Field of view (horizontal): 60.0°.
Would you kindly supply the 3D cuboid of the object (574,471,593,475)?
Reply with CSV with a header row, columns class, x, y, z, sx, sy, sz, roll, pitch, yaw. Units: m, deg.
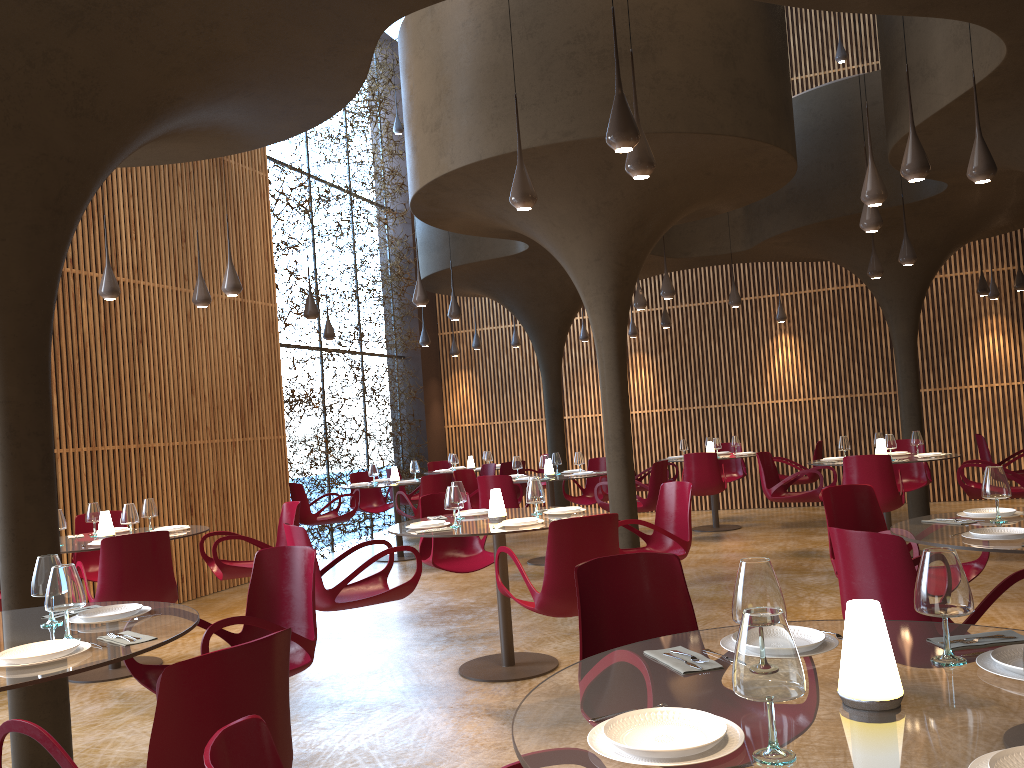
class,x,y,z,sx,sy,sz,roll,pitch,yaw
object,0.932,1.166,11.551,0.263,0.029,0.263,-7,-4,44

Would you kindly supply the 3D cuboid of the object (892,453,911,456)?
class,x,y,z,sx,sy,sz,roll,pitch,yaw
object,4.704,0.862,10.849,0.332,0.014,0.332,-4,-3,2

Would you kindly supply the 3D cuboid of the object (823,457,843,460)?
class,x,y,z,sx,sy,sz,roll,pitch,yaw
object,3.896,0.905,10.709,0.263,0.029,0.263,-6,-3,27

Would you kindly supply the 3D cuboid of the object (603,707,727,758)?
class,x,y,z,sx,sy,sz,roll,pitch,yaw
object,0.327,0.748,1.897,0.263,0.029,0.263,-2,-4,-42

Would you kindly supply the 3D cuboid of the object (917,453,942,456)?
class,x,y,z,sx,sy,sz,roll,pitch,yaw
object,4.791,0.813,10.172,0.263,0.029,0.263,-6,-3,28

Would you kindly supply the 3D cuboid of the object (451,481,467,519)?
class,x,y,z,sx,sy,sz,roll,pitch,yaw
object,-0.429,0.924,7.051,0.142,0.295,0.142,-3,-2,-28

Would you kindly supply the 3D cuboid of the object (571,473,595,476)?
class,x,y,z,sx,sy,sz,roll,pitch,yaw
object,0.933,1.175,11.550,0.331,0.014,0.332,-2,-4,-40

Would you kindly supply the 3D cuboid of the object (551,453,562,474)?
class,x,y,z,sx,sy,sz,roll,pitch,yaw
object,0.612,1.091,12.164,0.142,0.295,0.142,-4,-1,7

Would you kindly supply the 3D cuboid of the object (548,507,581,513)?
class,x,y,z,sx,sy,sz,roll,pitch,yaw
object,0.409,0.980,6.871,0.263,0.029,0.263,-3,-3,-24

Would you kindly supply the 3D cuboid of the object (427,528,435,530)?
class,x,y,z,sx,sy,sz,roll,pitch,yaw
object,-0.625,1.054,6.583,0.204,0.012,0.411,-3,-3,-21

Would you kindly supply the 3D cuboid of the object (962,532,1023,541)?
class,x,y,z,sx,sy,sz,roll,pitch,yaw
object,2.321,0.721,4.210,0.332,0.014,0.332,-5,-3,17

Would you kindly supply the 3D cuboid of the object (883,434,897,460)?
class,x,y,z,sx,sy,sz,roll,pitch,yaw
object,4.282,0.717,10.038,0.142,0.295,0.142,-5,-2,12

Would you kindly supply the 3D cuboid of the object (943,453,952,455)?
class,x,y,z,sx,sy,sz,roll,pitch,yaw
object,5.002,0.825,10.390,0.262,0.017,0.126,-7,-4,40

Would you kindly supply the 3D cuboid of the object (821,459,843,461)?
class,x,y,z,sx,sy,sz,roll,pitch,yaw
object,3.897,0.915,10.709,0.331,0.014,0.332,-2,-4,-43

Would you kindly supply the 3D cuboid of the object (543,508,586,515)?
class,x,y,z,sx,sy,sz,roll,pitch,yaw
object,0.409,0.990,6.870,0.332,0.014,0.331,-7,-4,43

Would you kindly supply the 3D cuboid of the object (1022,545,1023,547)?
class,x,y,z,sx,sy,sz,roll,pitch,yaw
object,2.398,0.708,3.917,0.262,0.017,0.126,-3,-3,-18

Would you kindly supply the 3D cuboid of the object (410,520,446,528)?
class,x,y,z,sx,sy,sz,roll,pitch,yaw
object,-0.624,1.043,6.580,0.263,0.029,0.263,-4,-3,-7

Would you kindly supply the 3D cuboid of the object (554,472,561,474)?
class,x,y,z,sx,sy,sz,roll,pitch,yaw
object,0.597,1.248,12.398,0.126,0.017,0.262,-6,-3,31

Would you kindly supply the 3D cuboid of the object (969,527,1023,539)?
class,x,y,z,sx,sy,sz,roll,pitch,yaw
object,2.320,0.711,4.210,0.263,0.029,0.263,-2,-3,-34

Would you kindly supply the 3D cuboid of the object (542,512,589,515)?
class,x,y,z,sx,sy,sz,roll,pitch,yaw
object,0.412,0.991,6.867,0.204,0.012,0.411,-3,-3,-25

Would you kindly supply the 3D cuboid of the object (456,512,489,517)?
class,x,y,z,sx,sy,sz,roll,pitch,yaw
object,-0.313,1.062,7.256,0.332,0.014,0.331,-6,-3,36

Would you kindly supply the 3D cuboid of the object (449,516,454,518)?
class,x,y,z,sx,sy,sz,roll,pitch,yaw
object,-0.309,1.063,7.258,0.410,0.012,0.204,-3,-3,-20

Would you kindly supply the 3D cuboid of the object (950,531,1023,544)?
class,x,y,z,sx,sy,sz,roll,pitch,yaw
object,2.319,0.722,4.214,0.204,0.012,0.411,-3,-3,-23

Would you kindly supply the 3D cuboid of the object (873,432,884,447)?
class,x,y,z,sx,sy,sz,roll,pitch,yaw
object,4.471,0.739,10.785,0.142,0.295,0.142,-3,-2,-38

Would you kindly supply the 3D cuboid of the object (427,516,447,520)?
class,x,y,z,sx,sy,sz,roll,pitch,yaw
object,-0.607,1.088,7.193,0.126,0.017,0.262,-3,-3,-16

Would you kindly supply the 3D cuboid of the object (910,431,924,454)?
class,x,y,z,sx,sy,sz,roll,pitch,yaw
object,4.754,0.700,10.406,0.142,0.295,0.142,-4,-1,-6

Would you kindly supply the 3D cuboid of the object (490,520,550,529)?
class,x,y,z,sx,sy,sz,roll,pitch,yaw
object,0.061,0.989,6.279,0.410,0.012,0.204,-3,-3,-16

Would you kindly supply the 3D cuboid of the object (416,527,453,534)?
class,x,y,z,sx,sy,sz,roll,pitch,yaw
object,-0.552,1.041,6.285,0.262,0.017,0.126,-3,-3,-17

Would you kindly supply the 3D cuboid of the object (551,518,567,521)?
class,x,y,z,sx,sy,sz,roll,pitch,yaw
object,0.364,0.974,6.324,0.126,0.017,0.262,-4,-3,-12

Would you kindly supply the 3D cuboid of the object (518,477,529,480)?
class,x,y,z,sx,sy,sz,roll,pitch,yaw
object,0.206,1.210,11.363,0.263,0.029,0.263,-6,-3,29

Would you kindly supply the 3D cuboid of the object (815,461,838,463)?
class,x,y,z,sx,sy,sz,roll,pitch,yaw
object,3.703,0.926,10.478,0.262,0.017,0.126,-6,-3,37

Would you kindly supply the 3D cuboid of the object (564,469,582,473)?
class,x,y,z,sx,sy,sz,roll,pitch,yaw
object,0.844,1.205,12.228,0.263,0.029,0.263,-5,-3,21

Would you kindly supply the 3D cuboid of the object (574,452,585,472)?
class,x,y,z,sx,sy,sz,roll,pitch,yaw
object,0.895,1.052,11.784,0.142,0.295,0.142,-4,-1,-6

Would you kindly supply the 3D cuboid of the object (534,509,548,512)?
class,x,y,z,sx,sy,sz,roll,pitch,yaw
object,0.318,1.018,7.158,0.262,0.017,0.126,-3,-3,-21

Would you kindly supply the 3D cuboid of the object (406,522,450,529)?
class,x,y,z,sx,sy,sz,roll,pitch,yaw
object,-0.623,1.053,6.579,0.331,0.014,0.332,-3,-3,-17

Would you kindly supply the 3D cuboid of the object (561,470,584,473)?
class,x,y,z,sx,sy,sz,roll,pitch,yaw
object,0.845,1.214,12.228,0.332,0.014,0.332,-4,-3,2

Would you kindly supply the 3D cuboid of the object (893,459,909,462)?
class,x,y,z,sx,sy,sz,roll,pitch,yaw
object,4.301,0.848,9.796,0.126,0.017,0.262,-6,-3,35

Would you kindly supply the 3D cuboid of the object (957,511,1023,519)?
class,x,y,z,sx,sy,sz,roll,pitch,yaw
object,2.670,0.730,4.952,0.332,0.014,0.332,-6,-3,27

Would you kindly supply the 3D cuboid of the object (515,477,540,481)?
class,x,y,z,sx,sy,sz,roll,pitch,yaw
object,0.206,1.220,11.363,0.332,0.014,0.332,-5,-3,13

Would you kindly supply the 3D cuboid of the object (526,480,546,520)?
class,x,y,z,sx,sy,sz,roll,pitch,yaw
object,0.174,0.852,6.484,0.142,0.295,0.142,-4,-2,-24

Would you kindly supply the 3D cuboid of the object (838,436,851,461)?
class,x,y,z,sx,sy,sz,roll,pitch,yaw
object,3.930,0.764,10.483,0.142,0.295,0.142,-3,-2,-32

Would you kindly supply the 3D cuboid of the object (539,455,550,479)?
class,x,y,z,sx,sy,sz,roll,pitch,yaw
object,0.423,1.069,11.416,0.142,0.295,0.142,-5,-2,12

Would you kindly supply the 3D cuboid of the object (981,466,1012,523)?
class,x,y,z,sx,sy,sz,roll,pitch,yaw
object,2.587,0.589,4.734,0.142,0.295,0.142,-4,-2,-14

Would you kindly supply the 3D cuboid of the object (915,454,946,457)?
class,x,y,z,sx,sy,sz,roll,pitch,yaw
object,4.792,0.823,10.172,0.331,0.014,0.332,-2,-3,-36

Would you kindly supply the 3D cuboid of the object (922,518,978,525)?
class,x,y,z,sx,sy,sz,roll,pitch,yaw
object,2.388,0.754,4.846,0.126,0.017,0.262,-3,-3,-24

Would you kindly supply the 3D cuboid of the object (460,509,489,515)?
class,x,y,z,sx,sy,sz,roll,pitch,yaw
object,-0.314,1.052,7.256,0.263,0.029,0.263,-4,-3,-9

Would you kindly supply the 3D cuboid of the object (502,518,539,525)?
class,x,y,z,sx,sy,sz,roll,pitch,yaw
object,0.064,0.978,6.281,0.263,0.029,0.263,-4,-3,-15

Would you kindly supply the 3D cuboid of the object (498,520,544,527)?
class,x,y,z,sx,sy,sz,roll,pitch,yaw
object,0.065,0.987,6.281,0.332,0.014,0.331,-7,-4,40

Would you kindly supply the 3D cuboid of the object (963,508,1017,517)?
class,x,y,z,sx,sy,sz,roll,pitch,yaw
object,2.670,0.721,4.953,0.263,0.029,0.263,-2,-3,-34

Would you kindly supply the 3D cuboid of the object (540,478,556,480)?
class,x,y,z,sx,sy,sz,roll,pitch,yaw
object,0.442,1.201,11.174,0.126,0.017,0.262,-6,-3,35

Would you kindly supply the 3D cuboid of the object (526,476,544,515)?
class,x,y,z,sx,sy,sz,roll,pitch,yaw
object,0.183,0.874,6.958,0.142,0.295,0.142,-5,-2,34

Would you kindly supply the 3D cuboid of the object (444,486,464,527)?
class,x,y,z,sx,sy,sz,roll,pitch,yaw
object,-0.423,0.896,6.482,0.142,0.295,0.142,-5,-2,16

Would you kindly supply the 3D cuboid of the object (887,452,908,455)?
class,x,y,z,sx,sy,sz,roll,pitch,yaw
object,4.703,0.852,10.850,0.263,0.029,0.263,-5,-3,21

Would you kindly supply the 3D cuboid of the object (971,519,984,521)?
class,x,y,z,sx,sy,sz,roll,pitch,yaw
object,2.674,0.732,4.955,0.410,0.012,0.204,-3,-3,-28
